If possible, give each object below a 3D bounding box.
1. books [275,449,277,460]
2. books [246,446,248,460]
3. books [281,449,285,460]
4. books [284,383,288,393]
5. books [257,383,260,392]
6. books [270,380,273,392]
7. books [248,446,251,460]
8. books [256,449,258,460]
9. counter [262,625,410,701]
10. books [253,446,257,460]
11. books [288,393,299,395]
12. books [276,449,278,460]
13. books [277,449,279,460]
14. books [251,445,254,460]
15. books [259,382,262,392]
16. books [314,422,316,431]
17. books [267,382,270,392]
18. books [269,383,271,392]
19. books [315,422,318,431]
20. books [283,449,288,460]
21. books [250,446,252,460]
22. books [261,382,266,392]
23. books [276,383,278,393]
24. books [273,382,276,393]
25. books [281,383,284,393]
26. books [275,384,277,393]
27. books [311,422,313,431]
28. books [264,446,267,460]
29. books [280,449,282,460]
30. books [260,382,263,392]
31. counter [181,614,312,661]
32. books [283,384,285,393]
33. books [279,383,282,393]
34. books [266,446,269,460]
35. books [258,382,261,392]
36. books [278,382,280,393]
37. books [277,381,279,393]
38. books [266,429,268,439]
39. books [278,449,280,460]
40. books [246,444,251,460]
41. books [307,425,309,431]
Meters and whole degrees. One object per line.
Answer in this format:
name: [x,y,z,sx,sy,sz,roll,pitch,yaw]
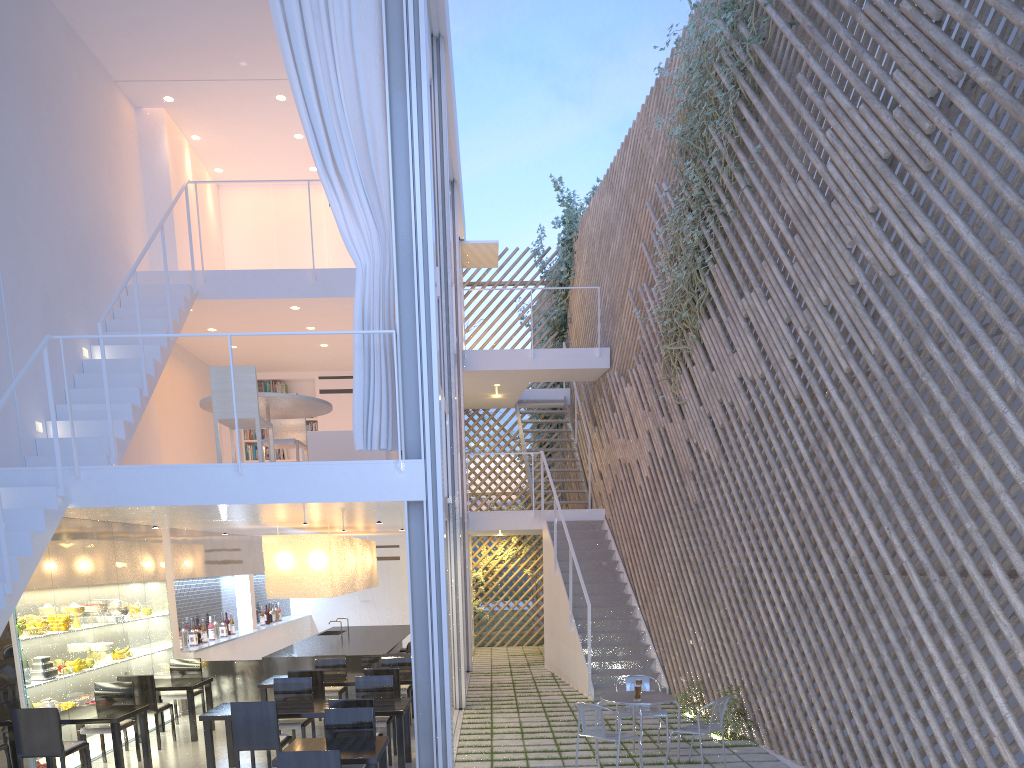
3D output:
books: [-2.028,0.602,7.097,0.018,0.123,0.083,-2,3,-2]
books: [-2.272,0.604,7.087,0.006,0.125,0.093,-2,2,-2]
books: [-1.972,0.588,7.095,0.011,0.148,0.084,-2,4,-2]
books: [-1.923,0.067,7.013,0.006,0.132,0.070,-2,5,-2]
books: [-2.149,0.068,6.996,0.007,0.131,0.094,-2,2,-2]
books: [-2.033,0.055,7.001,0.015,0.156,0.085,-2,5,-2]
books: [-2.246,0.601,7.087,0.015,0.131,0.093,-2,2,-2]
books: [-2.192,0.618,7.106,0.021,0.101,0.061,-1,4,-2]
counter: [-1.279,2.265,6.735,0.815,0.372,2.537,-1,-11,-2]
books: [-2.213,0.602,7.099,0.021,0.133,0.068,-1,5,-2]
books: [-1.868,0.096,7.016,0.094,0.021,0.063,-2,-10,4]
books: [-2.014,0.594,7.091,0.008,0.137,0.093,-2,3,-2]
books: [-2.007,0.596,7.091,0.005,0.131,0.093,-2,2,-2]
books: [-2.227,0.600,7.087,0.007,0.131,0.094,-2,2,-2]
books: [-2.126,0.061,7.001,0.024,0.148,0.081,-1,5,-2]
books: [-1.684,0.407,7.070,0.011,0.148,0.084,-2,4,-2]
books: [-2.068,0.061,7.005,0.027,0.146,0.076,-1,5,-2]
books: [-2.048,0.068,7.002,0.015,0.129,0.087,-2,3,-2]
books: [-1.669,0.407,7.071,0.020,0.148,0.081,-2,5,-2]
books: [-1.956,0.589,7.097,0.020,0.148,0.081,-2,5,-2]
books: [-2.235,0.605,7.090,0.006,0.123,0.088,-2,2,-2]
books: [-2.108,0.061,7.002,0.024,0.148,0.081,-1,5,-2]
books: [-1.985,0.065,7.000,0.005,0.131,0.093,-2,2,-2]
books: [-2.013,0.060,7.001,0.010,0.144,0.087,-2,4,-2]
books: [-1.940,0.065,7.001,0.015,0.131,0.093,-2,2,-2]
books: [-1.998,0.071,7.005,0.018,0.123,0.083,-2,3,-2]
books: [-1.712,0.407,7.067,0.009,0.148,0.087,-2,4,-2]
books: [-2.110,0.600,7.093,0.015,0.129,0.087,-2,3,-2]
books: [-1.982,0.590,7.094,0.010,0.144,0.087,-2,4,-2]
books: [-2.117,0.061,7.001,0.024,0.148,0.081,-1,5,-2]
counter: [-2.283,2.394,7.336,0.233,0.430,3.663,-1,-12,-2]
books: [-1.929,0.069,7.004,0.006,0.123,0.088,-2,2,-2]
books: [-1.956,0.068,7.002,0.015,0.126,0.091,-2,2,-2]
books: [-2.095,0.587,7.091,0.015,0.156,0.085,-2,5,-2]
books: [-2.135,0.062,7.001,0.024,0.148,0.081,-1,5,-2]
books: [-1.968,0.062,7.000,0.008,0.137,0.093,-2,3,-2]
books: [-1.977,0.057,7.001,0.009,0.148,0.087,-2,4,-2]
books: [-2.089,0.417,7.061,0.010,0.144,0.087,-2,4,-2]
books: [-1.999,0.588,7.093,0.009,0.148,0.087,-2,4,-2]
books: [-2.262,0.595,7.088,0.015,0.145,0.086,-2,4,-2]
books: [-1.740,0.420,7.071,0.018,0.123,0.083,-2,3,-2]
